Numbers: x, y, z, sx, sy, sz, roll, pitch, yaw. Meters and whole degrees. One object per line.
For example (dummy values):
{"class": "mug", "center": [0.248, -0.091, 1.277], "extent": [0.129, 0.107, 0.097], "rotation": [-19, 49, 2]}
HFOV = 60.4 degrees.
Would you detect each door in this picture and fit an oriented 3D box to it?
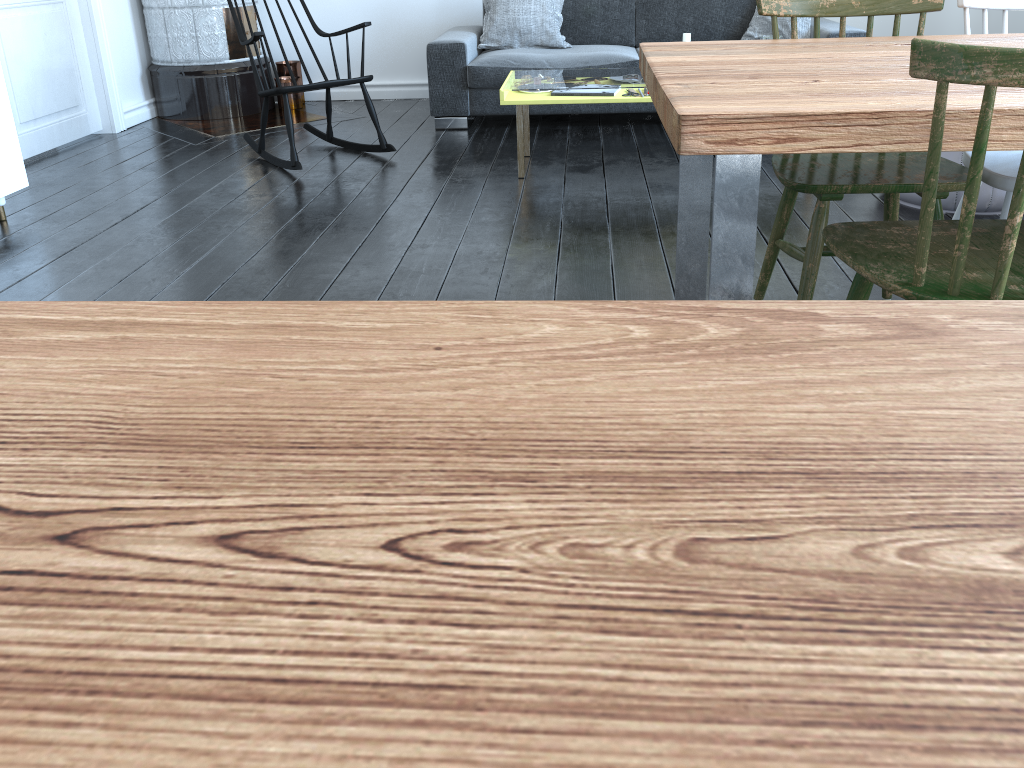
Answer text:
{"class": "door", "center": [-2.474, -2.375, 4.356], "extent": [0.116, 2.375, 1.219], "rotation": [0, 23, 5]}

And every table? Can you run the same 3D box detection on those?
{"class": "table", "center": [1.407, -0.308, 1.809], "extent": [2.226, 0.688, 1.062], "rotation": [0, 25, 5]}
{"class": "table", "center": [0.675, -1.187, 3.975], "extent": [1.400, 0.384, 0.627], "rotation": [0, 25, 5]}

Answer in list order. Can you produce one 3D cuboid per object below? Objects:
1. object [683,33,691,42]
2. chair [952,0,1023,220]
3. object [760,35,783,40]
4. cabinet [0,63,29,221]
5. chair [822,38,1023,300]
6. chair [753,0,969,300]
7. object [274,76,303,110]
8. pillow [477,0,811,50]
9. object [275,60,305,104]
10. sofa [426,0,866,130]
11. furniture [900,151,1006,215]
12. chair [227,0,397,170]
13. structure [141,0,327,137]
{"class": "object", "center": [0.791, -1.508, 3.997], "extent": [0.076, 0.166, 0.076], "rotation": [16, 28, 37]}
{"class": "chair", "center": [1.329, -0.546, 2.160], "extent": [0.466, 0.808, 0.531], "rotation": [0, 23, 5]}
{"class": "object", "center": [1.163, -1.492, 3.968], "extent": [0.099, 0.140, 0.100], "rotation": [-17, 27, -31]}
{"class": "cabinet", "center": [-2.251, -0.743, 2.923], "extent": [0.590, 0.705, 1.253], "rotation": [0, 25, 5]}
{"class": "chair", "center": [0.788, -0.178, 1.475], "extent": [0.467, 0.794, 0.506], "rotation": [-1, 23, 4]}
{"class": "chair", "center": [0.847, -0.525, 2.169], "extent": [0.467, 0.794, 0.506], "rotation": [-1, 23, 4]}
{"class": "object", "center": [-1.476, -1.926, 5.832], "extent": [0.174, 0.191, 0.179], "rotation": [-4, 24, -4]}
{"class": "pillow", "center": [0.814, -2.240, 5.230], "extent": [2.055, 0.473, 0.499], "rotation": [2, 24, 9]}
{"class": "object", "center": [-1.504, -2.046, 5.988], "extent": [0.173, 0.269, 0.183], "rotation": [0, 23, 5]}
{"class": "sofa", "center": [0.748, -1.980, 5.219], "extent": [2.372, 0.695, 1.131], "rotation": [0, 25, 5]}
{"class": "furniture", "center": [1.712, -0.885, 3.340], "extent": [0.609, 0.403, 0.642], "rotation": [-2, 25, 0]}
{"class": "chair", "center": [-1.074, -1.627, 4.335], "extent": [0.624, 0.965, 0.927], "rotation": [-20, 29, -36]}
{"class": "structure", "center": [-1.855, -3.036, 5.196], "extent": [0.793, 2.774, 1.299], "rotation": [-19, 28, -36]}
